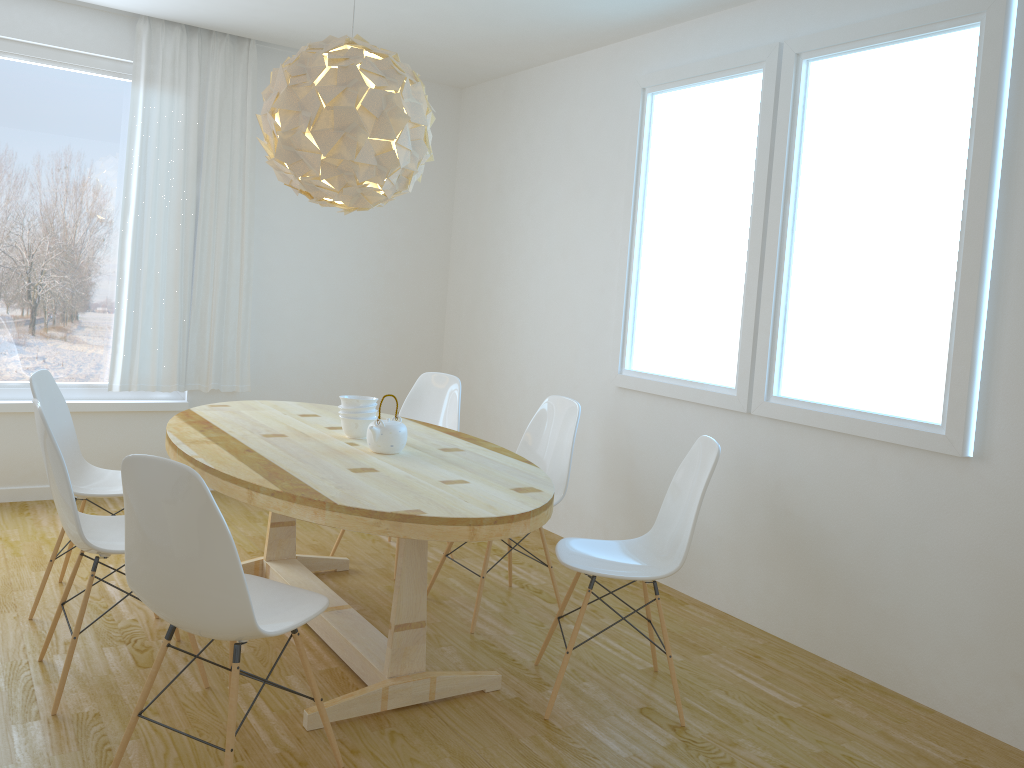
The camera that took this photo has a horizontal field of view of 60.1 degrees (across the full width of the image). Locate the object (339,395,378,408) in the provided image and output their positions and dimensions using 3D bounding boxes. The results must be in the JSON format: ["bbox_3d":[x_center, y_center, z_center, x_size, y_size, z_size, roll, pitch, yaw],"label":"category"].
[{"bbox_3d":[-0.601,0.092,3.461,0.152,0.087,0.152,4,5,-5],"label":"object"}]

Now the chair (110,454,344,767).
[{"bbox_3d":[-0.731,0.600,2.285,0.431,0.899,0.523,6,4,27],"label":"chair"}]

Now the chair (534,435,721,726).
[{"bbox_3d":[0.386,0.611,3.003,0.523,0.899,0.431,4,3,-3],"label":"chair"}]

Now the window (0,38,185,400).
[{"bbox_3d":[-3.054,-0.874,4.555,2.724,1.912,0.089,1,4,-33],"label":"window"}]

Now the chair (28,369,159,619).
[{"bbox_3d":[-1.609,0.406,3.489,0.522,0.899,0.431,4,3,-13],"label":"chair"}]

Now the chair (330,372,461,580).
[{"bbox_3d":[-0.529,0.403,4.314,0.431,0.899,0.523,6,4,32],"label":"chair"}]

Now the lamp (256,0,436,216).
[{"bbox_3d":[-0.580,-1.185,3.255,0.646,1.132,0.642,2,4,-34],"label":"lamp"}]

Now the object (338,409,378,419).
[{"bbox_3d":[-0.604,0.144,3.461,0.151,0.092,0.152,5,5,6],"label":"object"}]

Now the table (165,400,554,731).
[{"bbox_3d":[-0.662,0.581,3.352,1.192,0.723,2.201,1,7,-35],"label":"table"}]

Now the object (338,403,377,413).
[{"bbox_3d":[-0.605,0.120,3.460,0.150,0.095,0.153,3,5,-17],"label":"object"}]

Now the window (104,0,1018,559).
[{"bbox_3d":[0.061,-0.427,3.112,2.546,2.047,1.889,1,5,-33],"label":"window"}]

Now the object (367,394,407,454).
[{"bbox_3d":[-0.463,0.141,3.203,0.177,0.211,0.148,2,4,-34],"label":"object"}]

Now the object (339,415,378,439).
[{"bbox_3d":[-0.602,0.168,3.462,0.152,0.082,0.152,5,5,6],"label":"object"}]

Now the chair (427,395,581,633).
[{"bbox_3d":[-0.018,0.501,3.750,0.522,0.899,0.432,2,4,-33],"label":"chair"}]

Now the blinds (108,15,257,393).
[{"bbox_3d":[-1.834,-1.021,5.104,0.794,2.154,0.150,3,3,-33],"label":"blinds"}]
